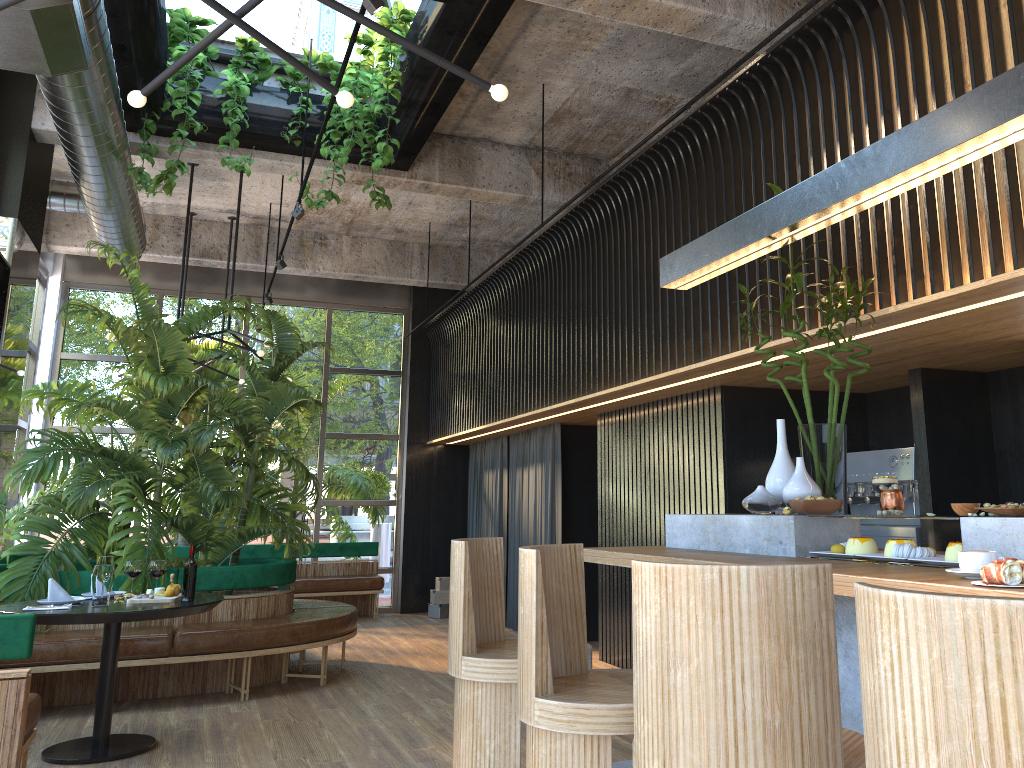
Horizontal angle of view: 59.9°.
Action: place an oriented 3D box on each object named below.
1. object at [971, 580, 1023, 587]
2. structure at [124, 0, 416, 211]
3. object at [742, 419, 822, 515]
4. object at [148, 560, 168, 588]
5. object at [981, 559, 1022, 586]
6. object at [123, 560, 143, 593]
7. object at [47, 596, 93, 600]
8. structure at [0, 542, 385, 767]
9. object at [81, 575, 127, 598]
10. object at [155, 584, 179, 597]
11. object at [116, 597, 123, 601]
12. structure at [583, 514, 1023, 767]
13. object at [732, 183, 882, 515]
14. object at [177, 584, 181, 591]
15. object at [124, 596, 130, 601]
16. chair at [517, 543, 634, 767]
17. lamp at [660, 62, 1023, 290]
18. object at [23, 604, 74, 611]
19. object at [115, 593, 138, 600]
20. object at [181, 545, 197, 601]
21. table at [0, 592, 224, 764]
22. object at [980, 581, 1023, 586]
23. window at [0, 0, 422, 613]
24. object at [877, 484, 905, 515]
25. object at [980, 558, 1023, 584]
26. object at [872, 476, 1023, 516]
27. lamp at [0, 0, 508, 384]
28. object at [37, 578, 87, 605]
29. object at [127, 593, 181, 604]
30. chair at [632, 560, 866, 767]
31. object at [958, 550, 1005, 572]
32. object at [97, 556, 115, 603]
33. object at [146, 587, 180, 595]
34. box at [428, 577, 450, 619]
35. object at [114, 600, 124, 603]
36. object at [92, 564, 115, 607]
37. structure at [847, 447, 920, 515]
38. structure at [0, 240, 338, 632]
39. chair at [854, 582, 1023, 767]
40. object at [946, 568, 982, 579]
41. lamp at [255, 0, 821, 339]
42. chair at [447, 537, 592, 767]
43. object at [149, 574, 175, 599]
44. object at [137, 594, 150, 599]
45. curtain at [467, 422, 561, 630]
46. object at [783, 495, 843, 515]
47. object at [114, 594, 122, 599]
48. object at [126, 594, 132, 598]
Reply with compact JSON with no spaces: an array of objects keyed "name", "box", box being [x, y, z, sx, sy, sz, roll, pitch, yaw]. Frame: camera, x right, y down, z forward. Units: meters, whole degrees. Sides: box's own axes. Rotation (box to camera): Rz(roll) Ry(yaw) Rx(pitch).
[{"name":"object","box":[1.163,0.468,2.076,0.170,0.005,0.162,1,-8,-9]},{"name":"structure","box":[-1.635,-1.973,6.657,2.150,1.539,1.407,-1,-10,7]},{"name":"object","box":[1.126,0.337,3.665,0.307,0.403,0.324,-5,-12,27]},{"name":"object","box":[-2.059,1.127,5.147,0.106,0.204,0.097,7,-13,-31]},{"name":"object","box":[1.132,0.436,2.058,0.063,0.060,0.070,6,-11,-30]},{"name":"object","box":[-2.196,1.126,5.134,0.106,0.204,0.097,7,-13,-31]},{"name":"object","box":[-2.499,1.203,4.998,0.245,0.019,0.162,-5,-9,28]},{"name":"structure","box":[0.862,0.692,1.609,6.228,1.571,19.208,3,-9,-20]},{"name":"object","box":[-2.358,1.166,5.144,0.242,0.141,0.220,7,-11,-37]},{"name":"object","box":[-1.921,1.149,4.954,0.161,0.065,0.098,-7,-12,39]},{"name":"object","box":[-2.164,1.186,4.899,0.034,0.019,0.036,1,-9,-8]},{"name":"structure","box":[3.430,0.601,1.779,6.032,1.755,6.806,3,-9,-21]},{"name":"object","box":[1.297,-0.081,3.805,0.656,1.572,0.591,-3,-12,17]},{"name":"object","box":[-1.957,1.192,5.141,0.060,0.073,0.201,6,-11,-29]},{"name":"object","box":[-2.106,1.174,4.861,0.033,0.031,0.038,-1,-10,4]},{"name":"chair","box":[0.289,0.985,2.650,0.518,0.984,0.568,-10,-15,43]},{"name":"lamp","box":[3.050,-1.895,2.296,5.150,2.163,6.420,4,-9,-26]},{"name":"object","box":[-2.348,1.138,4.541,0.263,0.019,0.150,3,-9,-21]},{"name":"object","box":[-2.159,1.195,4.997,0.100,0.029,0.124,0,-8,-6]},{"name":"object","box":[-1.776,1.040,4.898,0.069,0.303,0.067,2,-12,-4]},{"name":"table","box":[-2.167,1.561,4.760,1.045,0.762,1.139,-7,-12,37]},{"name":"object","box":[1.164,0.465,2.072,0.119,0.005,0.122,-3,-8,18]},{"name":"window","box":[-0.164,-1.821,1.689,4.275,6.590,19.441,4,-9,-19]},{"name":"object","box":[1.313,0.401,3.086,0.087,0.108,0.157,-5,-10,26]},{"name":"object","box":[1.177,0.440,2.092,0.125,0.060,0.072,-7,-12,37]},{"name":"object","box":[1.361,0.353,2.847,0.216,0.136,0.772,2,-8,-13]},{"name":"lamp","box":[1.017,-2.003,2.485,5.253,1.849,18.051,3,-9,-20]},{"name":"object","box":[-2.419,1.117,4.787,0.242,0.141,0.220,7,-11,-37]},{"name":"object","box":[-1.968,1.189,4.931,0.244,0.020,0.341,1,-8,-10]},{"name":"chair","box":[0.545,0.891,1.987,0.546,0.984,0.540,0,-11,3]},{"name":"object","box":[1.226,0.463,2.302,0.137,0.065,0.105,7,-12,-41]},{"name":"object","box":[-2.199,1.055,4.786,0.096,0.248,0.087,9,-15,-37]},{"name":"object","box":[-1.981,1.174,5.031,0.198,0.039,0.061,-2,-9,11]},{"name":"box","box":[-0.797,2.487,10.368,0.344,0.448,0.266,7,-13,-31]},{"name":"object","box":[-2.128,1.177,4.808,0.064,0.013,0.141,3,-9,-25]},{"name":"object","box":[-2.138,1.052,4.635,0.103,0.212,0.106,-2,-12,14]},{"name":"structure","box":[2.330,1.195,5.518,0.567,1.618,0.801,5,-12,-20]},{"name":"structure","box":[-2.743,0.590,7.189,2.524,3.487,2.530,8,-13,-35]},{"name":"chair","box":[0.802,0.787,1.257,0.524,0.984,0.562,-6,-13,29]},{"name":"object","box":[1.205,0.490,2.289,0.166,0.020,0.153,3,-9,-24]},{"name":"lamp","box":[-1.308,-1.663,5.961,3.913,1.553,9.577,3,-9,-22]},{"name":"chair","box":[0.032,1.088,3.374,0.557,0.984,0.529,3,-11,-11]},{"name":"object","box":[-1.918,1.107,4.868,0.145,0.125,0.095,8,-13,-39]},{"name":"object","box":[-2.021,1.170,4.909,0.105,0.013,0.212,2,-8,-15]},{"name":"curtain","box":[-0.056,1.550,9.637,0.125,2.089,3.126,5,-10,-19]},{"name":"object","box":[1.137,0.462,3.389,0.195,0.074,0.221,0,-8,-1]},{"name":"object","box":[-2.219,1.198,5.000,0.025,0.025,0.045,0,-9,-1]},{"name":"object","box":[-2.134,1.185,4.942,0.033,0.033,0.036,4,-11,-23]}]
